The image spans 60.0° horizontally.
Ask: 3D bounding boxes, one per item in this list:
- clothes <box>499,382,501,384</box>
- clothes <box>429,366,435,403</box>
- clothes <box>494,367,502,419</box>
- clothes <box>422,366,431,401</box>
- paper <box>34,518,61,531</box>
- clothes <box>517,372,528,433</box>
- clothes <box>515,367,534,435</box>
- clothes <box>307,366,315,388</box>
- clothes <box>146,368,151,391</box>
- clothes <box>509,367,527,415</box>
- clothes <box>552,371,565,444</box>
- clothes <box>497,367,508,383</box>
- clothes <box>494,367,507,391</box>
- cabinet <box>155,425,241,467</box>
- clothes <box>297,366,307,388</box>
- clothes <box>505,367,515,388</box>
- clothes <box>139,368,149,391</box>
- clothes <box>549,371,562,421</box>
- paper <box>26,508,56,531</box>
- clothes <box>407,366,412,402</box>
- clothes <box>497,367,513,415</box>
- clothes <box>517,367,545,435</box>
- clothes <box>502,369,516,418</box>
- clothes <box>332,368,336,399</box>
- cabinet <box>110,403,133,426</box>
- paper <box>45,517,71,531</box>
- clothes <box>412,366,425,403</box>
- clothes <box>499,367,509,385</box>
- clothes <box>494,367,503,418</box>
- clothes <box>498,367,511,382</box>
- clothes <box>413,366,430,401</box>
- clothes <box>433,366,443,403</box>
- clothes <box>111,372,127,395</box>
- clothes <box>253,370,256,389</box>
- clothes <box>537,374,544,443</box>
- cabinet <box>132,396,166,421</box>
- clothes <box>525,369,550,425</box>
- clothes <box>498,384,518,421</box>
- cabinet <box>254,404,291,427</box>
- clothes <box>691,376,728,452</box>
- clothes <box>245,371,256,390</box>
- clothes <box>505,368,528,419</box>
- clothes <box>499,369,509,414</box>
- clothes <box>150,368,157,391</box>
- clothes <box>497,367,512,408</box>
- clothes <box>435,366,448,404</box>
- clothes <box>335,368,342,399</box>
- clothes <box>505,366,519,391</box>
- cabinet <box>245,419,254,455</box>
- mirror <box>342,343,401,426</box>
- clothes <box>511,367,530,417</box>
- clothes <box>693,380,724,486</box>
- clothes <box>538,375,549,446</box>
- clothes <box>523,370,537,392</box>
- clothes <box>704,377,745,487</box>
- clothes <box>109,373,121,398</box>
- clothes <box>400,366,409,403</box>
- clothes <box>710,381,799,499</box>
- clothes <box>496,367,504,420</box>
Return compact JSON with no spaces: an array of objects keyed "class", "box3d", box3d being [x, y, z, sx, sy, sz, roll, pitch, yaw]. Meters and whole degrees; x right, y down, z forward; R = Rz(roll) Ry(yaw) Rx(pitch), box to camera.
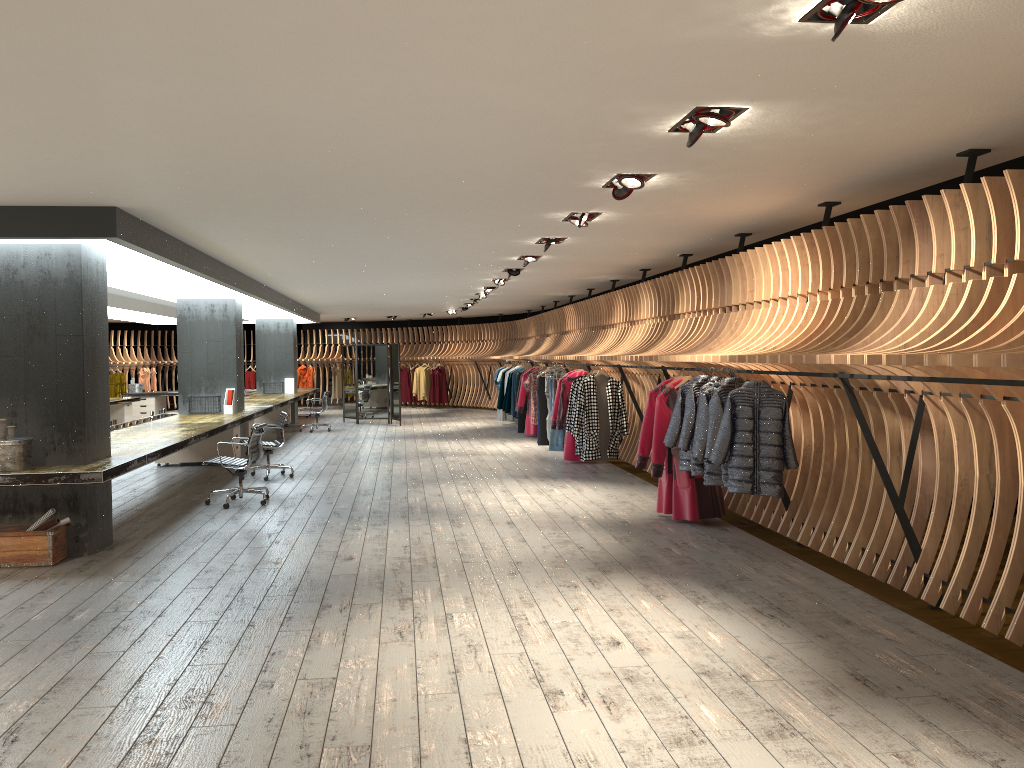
[{"class":"clothes","box3d":[0.037,0.083,20.650,0.742,0.950,0.168,-1,1,-24]},{"class":"clothes","box3d":[-2.293,0.019,26.695,0.444,1.128,0.127,-2,1,-35]},{"class":"clothes","box3d":[-0.112,0.295,21.924,0.677,1.434,0.204,-1,1,7]},{"class":"clothes","box3d":[-2.460,-0.024,26.823,0.151,1.052,0.777,0,1,33]},{"class":"paper","box3d":[-3.840,1.217,6.913,0.723,0.365,0.047,-1,1,12]},{"class":"clothes","box3d":[0.370,0.424,18.035,0.539,1.352,0.087,-1,1,-3]},{"class":"clothes","box3d":[0.474,0.321,17.283,0.840,1.312,0.321,-1,1,-8]},{"class":"clothes","box3d":[-6.463,-0.150,28.380,0.201,0.881,0.839,-1,1,-27]},{"class":"clothes","box3d":[-11.029,0.083,26.853,0.125,1.155,0.447,-2,1,-37]},{"class":"clothes","box3d":[0.280,0.162,18.941,0.715,1.087,0.257,-1,1,-12]},{"class":"clothes","box3d":[0.809,0.425,14.759,0.277,1.291,0.316,-2,1,-43]},{"class":"clothes","box3d":[0.016,0.061,20.919,0.743,0.931,0.158,-1,1,-3]},{"class":"clothes","box3d":[-0.057,0.072,21.055,0.738,0.970,0.167,-1,1,2]},{"class":"cabinet","box3d":[-4.752,0.900,13.440,1.131,0.630,0.593,-1,1,-7]},{"class":"clothes","box3d":[-6.708,-0.147,28.400,0.201,0.881,0.840,0,1,23]},{"class":"clothes","box3d":[0.199,0.149,19.693,0.733,1.106,0.165,-1,1,-2]},{"class":"clothes","box3d":[-11.117,0.087,26.776,0.447,1.155,0.125,0,1,28]},{"class":"clothes","box3d":[0.755,0.534,14.902,0.277,1.542,0.316,-1,1,-8]},{"class":"paper","box3d":[-3.797,1.189,6.882,0.572,0.460,0.043,-1,1,10]},{"class":"clothes","box3d":[-3.159,0.011,27.345,0.127,1.128,0.444,-1,1,-15]},{"class":"clothes","box3d":[0.121,0.158,20.103,0.913,1.081,0.238,-1,1,-2]},{"class":"clothes","box3d":[0.509,0.330,16.995,0.840,1.312,0.321,-1,1,2]},{"class":"clothes","box3d":[0.238,0.184,19.169,0.913,1.081,0.238,-1,1,-2]},{"class":"clothes","box3d":[-5.657,-0.034,28.319,0.096,0.988,0.465,-1,1,5]},{"class":"cabinet","box3d":[-9.095,0.764,19.674,1.131,0.630,0.593,-1,1,-7]},{"class":"paper","box3d":[-3.801,1.214,6.942,0.624,0.290,0.041,-2,1,-26]},{"class":"clothes","box3d":[-2.880,0.013,27.147,0.444,1.128,0.127,-2,1,-45]},{"class":"clothes","box3d":[0.055,0.076,20.873,0.743,0.960,0.167,-1,1,-14]},{"class":"clothes","box3d":[-0.093,0.299,21.785,0.677,1.434,0.204,-1,1,-18]},{"class":"clothes","box3d":[0.045,0.073,20.463,0.734,0.937,0.164,-1,1,-4]},{"class":"clothes","box3d":[-2.634,-0.026,26.959,0.777,1.052,0.152,-1,1,-7]},{"class":"clothes","box3d":[-2.164,0.020,26.585,0.444,1.128,0.127,-1,1,-10]},{"class":"clothes","box3d":[-11.664,0.177,26.218,0.664,1.044,0.168,0,1,24]},{"class":"clothes","box3d":[-8.162,0.228,28.264,0.093,1.337,0.552,-2,1,-37]},{"class":"clothes","box3d":[0.669,0.496,15.661,0.539,1.352,0.087,0,1,32]},{"class":"cabinet","box3d":[-9.552,0.652,23.347,0.593,0.630,1.132,-1,2,-7]},{"class":"clothes","box3d":[0.589,0.242,16.155,0.760,1.030,0.179,-1,1,-21]},{"class":"clothes","box3d":[-0.061,0.307,21.510,0.677,1.434,0.204,-1,1,-23]},{"class":"cabinet","box3d":[-5.794,0.678,20.776,1.131,0.630,0.593,-1,1,-7]},{"class":"clothes","box3d":[1.717,0.361,7.221,0.511,0.854,0.228,-1,1,13]},{"class":"clothes","box3d":[-8.325,0.231,28.229,0.551,1.337,0.093,0,1,38]},{"class":"clothes","box3d":[0.289,0.194,18.817,0.913,1.081,0.238,-1,1,-7]},{"class":"clothes","box3d":[0.118,0.156,20.190,0.913,1.081,0.238,-1,1,-7]},{"class":"clothes","box3d":[-10.899,0.078,26.954,0.125,1.155,0.447,-2,1,-42]},{"class":"clothes","box3d":[0.095,0.152,20.311,0.913,1.081,0.238,-1,1,-7]},{"class":"clothes","box3d":[-2.105,0.022,26.513,0.444,1.128,0.127,-2,1,-35]},{"class":"clothes","box3d":[-5.537,-0.035,28.307,0.096,0.988,0.465,-1,1,10]},{"class":"clothes","box3d":[0.166,0.156,19.497,0.733,1.106,0.165,-1,1,-7]},{"class":"cabinet","box3d":[-4.920,0.859,14.783,1.131,0.630,0.593,-1,1,-7]},{"class":"mirror","box3d":[-3.314,-0.001,21.016,2.111,1.891,0.443,0,1,34]},{"class":"clothes","box3d":[0.334,0.175,18.506,0.715,1.087,0.257,-1,1,-2]},{"class":"clothes","box3d":[1.731,0.391,7.046,0.585,0.854,0.211,0,1,20]},{"class":"clothes","box3d":[0.711,0.502,15.462,0.539,1.352,0.087,-1,1,-8]},{"class":"clothes","box3d":[0.576,0.238,16.378,0.760,1.020,0.188,-1,1,-6]},{"class":"clothes","box3d":[1.762,0.372,6.922,0.530,0.856,0.234,-1,1,-8]},{"class":"clothes","box3d":[-11.778,0.184,26.076,0.664,1.044,0.168,0,1,24]},{"class":"clothes","box3d":[-3.360,0.009,27.490,0.444,1.128,0.127,-1,1,-10]},{"class":"clothes","box3d":[1.783,0.406,6.593,0.682,0.854,0.181,0,1,36]},{"class":"clothes","box3d":[-0.077,0.303,21.645,0.677,1.434,0.204,-1,1,7]}]
